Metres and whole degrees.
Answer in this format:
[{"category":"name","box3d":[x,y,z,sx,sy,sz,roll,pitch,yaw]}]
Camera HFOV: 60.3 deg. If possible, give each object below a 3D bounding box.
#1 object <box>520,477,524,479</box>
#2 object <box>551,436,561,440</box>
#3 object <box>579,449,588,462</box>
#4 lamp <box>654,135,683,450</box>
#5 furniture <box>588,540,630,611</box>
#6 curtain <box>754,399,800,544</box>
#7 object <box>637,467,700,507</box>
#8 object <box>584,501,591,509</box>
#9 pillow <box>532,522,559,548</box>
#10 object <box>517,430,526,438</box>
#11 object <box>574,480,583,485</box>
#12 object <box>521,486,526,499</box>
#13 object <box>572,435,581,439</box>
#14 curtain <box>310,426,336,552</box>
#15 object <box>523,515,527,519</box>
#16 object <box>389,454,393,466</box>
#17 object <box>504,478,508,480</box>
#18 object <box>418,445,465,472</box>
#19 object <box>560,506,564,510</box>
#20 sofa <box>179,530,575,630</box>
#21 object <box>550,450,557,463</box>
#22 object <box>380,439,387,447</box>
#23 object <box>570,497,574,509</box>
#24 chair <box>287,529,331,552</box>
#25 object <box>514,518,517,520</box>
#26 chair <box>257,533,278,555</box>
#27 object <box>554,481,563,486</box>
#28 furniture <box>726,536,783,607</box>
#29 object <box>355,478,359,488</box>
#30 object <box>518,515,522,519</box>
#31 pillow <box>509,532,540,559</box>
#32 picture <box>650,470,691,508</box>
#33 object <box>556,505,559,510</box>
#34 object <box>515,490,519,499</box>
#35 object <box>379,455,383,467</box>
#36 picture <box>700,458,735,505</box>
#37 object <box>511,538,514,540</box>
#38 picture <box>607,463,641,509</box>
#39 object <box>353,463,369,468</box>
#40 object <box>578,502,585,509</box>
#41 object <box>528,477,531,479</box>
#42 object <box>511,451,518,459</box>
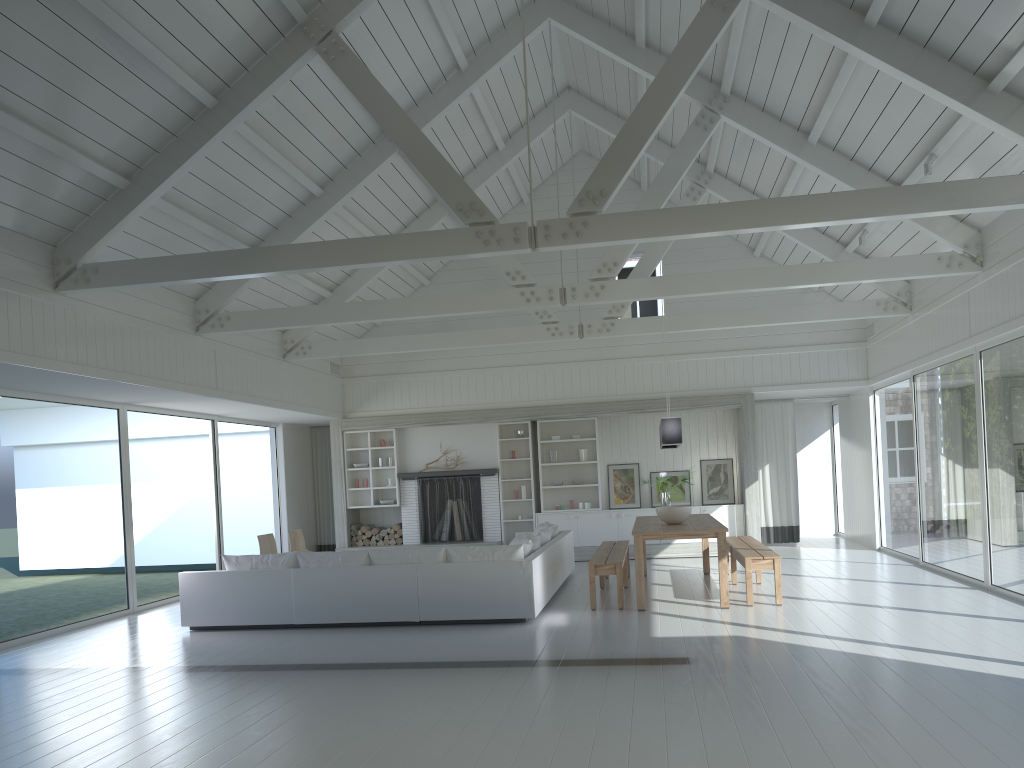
[{"category":"object","box3d":[0.156,1.496,14.016,0.054,0.025,0.054,-4,-5,9]},{"category":"object","box3d":[0.697,0.855,13.878,0.141,0.066,0.141,-4,-5,9]},{"category":"object","box3d":[1.125,1.118,13.814,0.102,0.197,0.103,-2,-1,-36]},{"category":"lamp","box3d":[1.653,-1.414,9.778,0.200,4.243,1.906,-3,-1,9]},{"category":"furniture","box3d":[1.136,2.112,9.952,0.340,0.470,2.687,-3,-6,9]},{"category":"curtain","box3d":[4.178,1.439,14.485,1.007,2.371,0.116,-3,0,9]},{"category":"object","box3d":[2.378,1.568,13.436,0.972,0.629,0.623,-3,-3,6]},{"category":"object","box3d":[1.184,1.893,13.790,0.085,0.111,0.085,-5,-3,44]},{"category":"pillow","box3d":[0.375,2.004,11.005,0.462,0.476,2.064,-3,-6,1]},{"category":"object","box3d":[0.143,0.798,13.941,0.162,0.124,0.161,-6,-5,41]},{"category":"object","box3d":[1.060,1.562,13.973,0.141,0.066,0.141,-4,-5,9]},{"category":"object","box3d":[0.186,1.716,13.974,0.072,0.211,0.071,-3,0,8]},{"category":"object","box3d":[1.024,0.849,13.970,0.141,0.066,0.141,-4,-5,9]},{"category":"curtain","box3d":[-3.195,1.916,15.512,0.630,2.371,0.116,-3,0,8]},{"category":"object","box3d":[0.203,2.112,13.979,0.058,0.061,0.057,-3,-3,8]},{"category":"object","box3d":[-1.955,1.233,14.206,0.054,0.196,0.054,-3,0,10]},{"category":"object","box3d":[-0.095,1.501,13.945,0.054,0.025,0.054,-4,-5,9]},{"category":"object","box3d":[-1.055,1.139,13.921,0.781,0.502,0.459,-1,-3,-21]},{"category":"object","box3d":[0.790,1.948,13.894,0.058,0.061,0.057,-2,-3,-14]},{"category":"sofa","box3d":[-1.192,2.125,10.322,3.479,0.737,4.144,-4,-6,9]},{"category":"object","box3d":[0.662,1.149,13.887,0.103,0.197,0.103,-3,-1,9]},{"category":"object","box3d":[-2.073,0.954,14.211,0.059,0.127,0.232,-2,-4,-36]},{"category":"object","box3d":[0.940,1.869,13.859,0.054,0.196,0.054,-3,0,8]},{"category":"chair","box3d":[-2.690,2.317,11.684,0.555,0.780,0.596,-3,-2,9]},{"category":"object","box3d":[0.054,2.141,14.004,0.054,0.025,0.054,-4,-5,9]},{"category":"chair","box3d":[-2.867,2.246,10.921,0.555,0.780,0.596,-3,-2,9]},{"category":"object","box3d":[0.733,1.569,13.881,0.141,0.066,0.141,-4,-5,9]},{"category":"furniture","box3d":[2.614,2.013,9.718,0.340,0.470,2.687,-3,-6,9]},{"category":"object","box3d":[-2.515,1.591,14.299,0.054,0.196,0.054,-3,0,10]},{"category":"object","box3d":[0.129,2.112,13.992,0.054,0.071,0.054,-3,-2,8]},{"category":"pillow","box3d":[0.078,1.845,9.368,0.466,0.477,1.322,-3,-5,0]},{"category":"picture","box3d":[2.469,1.634,13.723,0.609,0.553,0.053,-3,0,9]},{"category":"object","box3d":[0.717,1.944,13.879,0.054,0.071,0.054,-2,-2,-12]},{"category":"object","box3d":[0.081,1.731,13.992,0.054,0.196,0.054,-3,0,8]},{"category":"object","box3d":[-2.119,1.244,14.232,0.054,0.196,0.054,-3,0,10]},{"category":"picture","box3d":[3.172,1.511,13.600,0.495,0.704,0.065,-3,0,9]},{"category":"object","box3d":[0.033,2.516,14.007,0.136,0.130,0.137,0,-4,-39]},{"category":"picture","box3d":[1.760,1.605,13.824,0.495,0.704,0.065,-3,0,9]},{"category":"object","box3d":[-2.444,1.329,14.300,0.242,0.072,0.243,-2,-6,-6]},{"category":"object","box3d":[1.102,1.914,13.872,0.092,0.095,0.090,-5,-4,43]},{"category":"object","box3d":[0.281,1.493,14.051,0.054,0.025,0.054,-4,-5,9]},{"category":"object","box3d":[0.025,1.127,13.991,0.136,0.130,0.137,0,-4,-39]}]
